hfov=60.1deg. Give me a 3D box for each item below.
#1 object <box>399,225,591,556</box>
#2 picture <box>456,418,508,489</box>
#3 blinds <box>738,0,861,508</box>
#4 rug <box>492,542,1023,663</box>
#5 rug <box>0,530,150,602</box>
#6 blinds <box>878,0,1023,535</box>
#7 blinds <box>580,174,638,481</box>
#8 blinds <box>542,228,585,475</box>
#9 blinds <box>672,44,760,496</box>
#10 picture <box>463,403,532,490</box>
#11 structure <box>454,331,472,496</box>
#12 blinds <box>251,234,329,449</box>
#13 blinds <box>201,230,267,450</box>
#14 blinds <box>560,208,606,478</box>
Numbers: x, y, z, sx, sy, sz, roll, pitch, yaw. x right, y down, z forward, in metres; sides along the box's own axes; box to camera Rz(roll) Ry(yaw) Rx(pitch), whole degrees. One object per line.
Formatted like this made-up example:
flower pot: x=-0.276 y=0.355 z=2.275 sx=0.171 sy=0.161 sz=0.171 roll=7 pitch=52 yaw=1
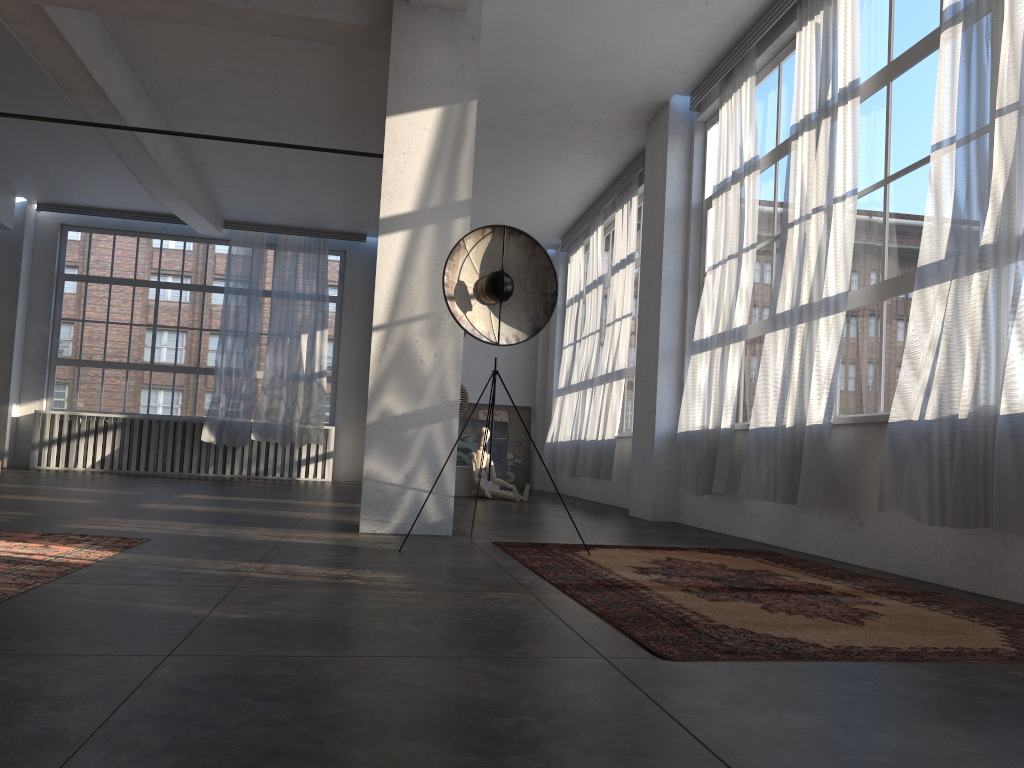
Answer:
object: x=-0.121 y=0.011 z=5.374 sx=1.064 sy=1.917 sz=1.172 roll=4 pitch=-4 yaw=-10
picture: x=-0.771 y=1.112 z=14.431 sx=1.445 sy=1.140 sz=0.302 roll=4 pitch=-4 yaw=-13
blinds: x=1.933 y=-1.045 z=5.796 sx=0.364 sy=3.670 sz=1.024 roll=4 pitch=-4 yaw=-10
rug: x=1.030 y=0.912 z=4.072 sx=1.830 sy=0.009 sz=3.107 roll=4 pitch=-5 yaw=-10
rug: x=-2.568 y=0.635 z=3.037 sx=1.869 sy=0.029 sz=2.865 roll=4 pitch=-5 yaw=-10
blinds: x=2.199 y=-1.179 z=4.134 sx=0.342 sy=3.693 sz=1.026 roll=4 pitch=-4 yaw=-12
blinds: x=1.198 y=-0.698 z=10.464 sx=0.364 sy=3.670 sz=1.024 roll=4 pitch=-4 yaw=-10
blinds: x=0.788 y=-0.526 z=12.939 sx=0.342 sy=3.693 sz=1.026 roll=4 pitch=-4 yaw=-12
blinds: x=1.720 y=-0.936 z=7.271 sx=0.317 sy=3.708 sz=1.017 roll=4 pitch=-4 yaw=-10
picture: x=-0.255 y=1.028 z=14.643 sx=1.157 sy=1.385 sz=0.251 roll=4 pitch=-4 yaw=-11
structure: x=-0.845 y=0.287 z=11.566 sx=0.682 sy=2.323 sz=0.745 roll=4 pitch=-4 yaw=-10
blinds: x=-3.284 y=-0.757 z=13.592 sx=1.066 sy=3.496 sz=0.993 roll=4 pitch=-4 yaw=-10
blinds: x=-4.199 y=-0.771 z=13.546 sx=0.698 sy=3.554 sz=0.870 roll=4 pitch=-4 yaw=-11
blinds: x=0.991 y=-0.602 z=11.776 sx=0.317 sy=3.708 sz=1.017 roll=4 pitch=-4 yaw=-10
